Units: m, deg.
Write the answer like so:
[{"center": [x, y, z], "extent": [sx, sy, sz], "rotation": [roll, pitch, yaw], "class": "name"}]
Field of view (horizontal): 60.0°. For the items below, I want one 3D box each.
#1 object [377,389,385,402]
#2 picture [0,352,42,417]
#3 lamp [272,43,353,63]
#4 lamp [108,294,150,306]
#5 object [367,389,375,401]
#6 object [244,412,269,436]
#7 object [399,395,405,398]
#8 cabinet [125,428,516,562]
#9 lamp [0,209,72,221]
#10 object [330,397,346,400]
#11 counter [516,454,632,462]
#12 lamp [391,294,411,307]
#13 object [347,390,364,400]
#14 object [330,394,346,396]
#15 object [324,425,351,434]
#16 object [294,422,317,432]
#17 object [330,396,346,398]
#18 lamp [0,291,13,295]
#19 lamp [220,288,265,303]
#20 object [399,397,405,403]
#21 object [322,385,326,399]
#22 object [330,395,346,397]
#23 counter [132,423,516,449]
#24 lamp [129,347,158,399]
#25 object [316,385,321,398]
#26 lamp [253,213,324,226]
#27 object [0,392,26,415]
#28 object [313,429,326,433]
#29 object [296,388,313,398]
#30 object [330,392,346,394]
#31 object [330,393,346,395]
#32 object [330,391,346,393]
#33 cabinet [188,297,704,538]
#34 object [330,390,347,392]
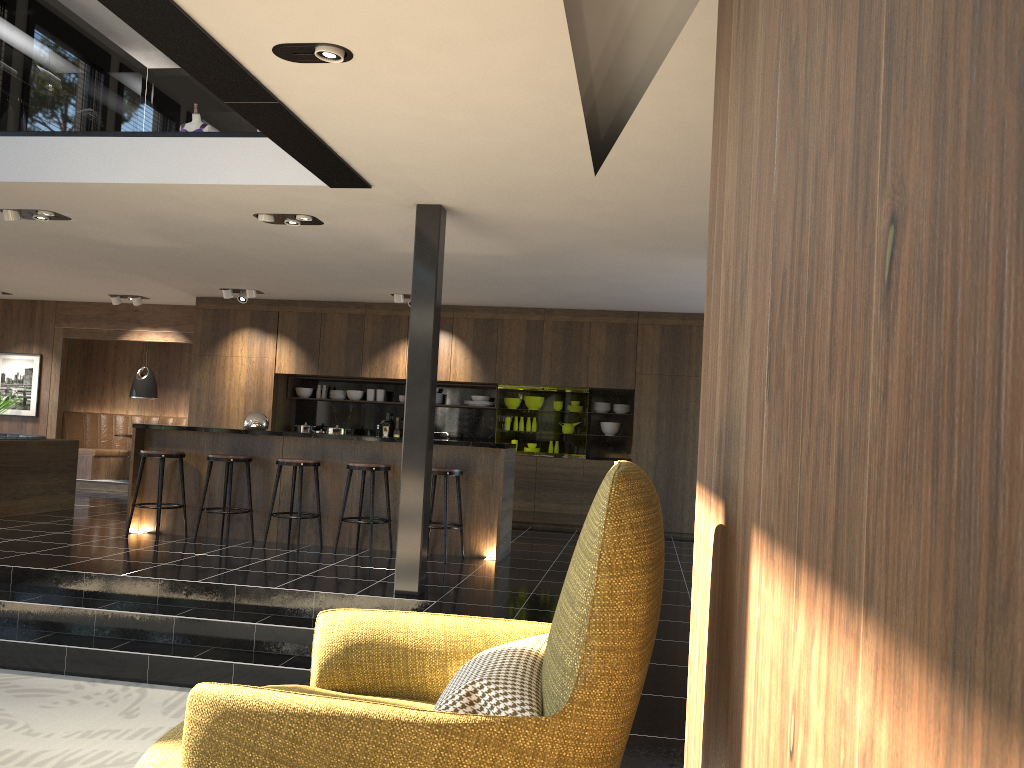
[{"center": [-1.748, 0.157, 11.787], "extent": [0.109, 0.161, 0.109], "rotation": [2, -3, 21], "class": "object"}, {"center": [-7.205, 0.004, 12.871], "extent": [0.748, 0.911, 0.028], "rotation": [3, -2, 8], "class": "picture"}, {"center": [-0.836, -1.450, 3.736], "extent": [0.346, 0.158, 0.195], "rotation": [3, -3, 8], "class": "lamp"}, {"center": [-5.177, -1.192, 11.996], "extent": [0.501, 0.280, 0.349], "rotation": [3, -3, 8], "class": "lamp"}, {"center": [-1.881, 0.151, 11.807], "extent": [0.109, 0.161, 0.109], "rotation": [3, -3, -9], "class": "object"}, {"center": [-2.414, 0.378, 8.374], "extent": [0.227, 0.228, 0.227], "rotation": [5, -3, -31], "class": "object"}, {"center": [-1.438, 0.192, 11.763], "extent": [0.122, 0.072, 0.122], "rotation": [1, -3, 34], "class": "object"}, {"center": [-1.800, 1.012, 8.440], "extent": [3.563, 0.993, 0.698], "rotation": [3, -3, 8], "class": "cabinet"}, {"center": [-3.855, -1.406, 7.172], "extent": [0.501, 0.231, 0.349], "rotation": [3, -3, 9], "class": "lamp"}, {"center": [-2.333, 0.199, 11.886], "extent": [0.220, 0.033, 0.220], "rotation": [3, -3, 5], "class": "object"}, {"center": [-0.766, 0.866, 11.471], "extent": [4.591, 0.005, 0.863], "rotation": [3, -3, 8], "class": "counter"}, {"center": [-1.178, -1.055, 10.561], "extent": [0.501, 0.280, 0.349], "rotation": [3, -3, 8], "class": "lamp"}, {"center": [-2.099, 0.160, 11.862], "extent": [0.234, 0.138, 0.234], "rotation": [2, -3, 28], "class": "object"}, {"center": [-2.332, 0.164, 11.887], "extent": [0.220, 0.033, 0.220], "rotation": [3, -3, 5], "class": "object"}, {"center": [-2.276, 0.640, 11.531], "extent": [0.278, 0.218, 0.301], "rotation": [1, -4, 41], "class": "object"}, {"center": [-2.753, 0.620, 11.812], "extent": [0.255, 0.217, 0.236], "rotation": [5, -3, -34], "class": "object"}, {"center": [-2.333, 0.186, 11.886], "extent": [0.220, 0.033, 0.220], "rotation": [3, -3, 5], "class": "object"}, {"center": [-7.223, -1.318, 12.303], "extent": [0.501, 0.213, 0.349], "rotation": [3, -3, 8], "class": "lamp"}, {"center": [-3.311, -1.145, 10.880], "extent": [0.501, 0.294, 0.349], "rotation": [3, -3, 8], "class": "lamp"}, {"center": [-1.439, 0.217, 11.762], "extent": [0.122, 0.072, 0.122], "rotation": [1, -3, 34], "class": "object"}, {"center": [-2.525, 0.109, 11.927], "extent": [0.060, 0.185, 0.060], "rotation": [4, -3, -23], "class": "object"}, {"center": [-2.332, 0.174, 11.887], "extent": [0.220, 0.033, 0.220], "rotation": [3, -3, 5], "class": "object"}, {"center": [-1.774, 0.494, 8.461], "extent": [3.573, 0.041, 0.699], "rotation": [3, -3, 8], "class": "counter"}, {"center": [-5.315, -0.275, 12.876], "extent": [0.389, 0.973, 0.389], "rotation": [5, -3, -38], "class": "lamp"}, {"center": [-2.600, 0.105, 11.938], "extent": [0.060, 0.185, 0.060], "rotation": [1, -3, 40], "class": "object"}, {"center": [-1.721, -1.328, 6.855], "extent": [0.501, 0.194, 0.349], "rotation": [3, -3, 9], "class": "lamp"}, {"center": [-7.248, 0.729, 12.359], "extent": [0.818, 1.381, 0.955], "rotation": [5, -3, -34], "class": "object"}, {"center": [-2.515, 0.664, 11.682], "extent": [0.210, 0.143, 0.195], "rotation": [5, -3, -34], "class": "object"}, {"center": [-2.805, 0.126, 11.968], "extent": [0.234, 0.138, 0.234], "rotation": [2, -3, 11], "class": "object"}, {"center": [-2.330, 0.131, 11.889], "extent": [0.220, 0.033, 0.220], "rotation": [3, -3, 5], "class": "object"}, {"center": [-2.331, 0.151, 11.888], "extent": [0.220, 0.033, 0.220], "rotation": [3, -3, 5], "class": "object"}, {"center": [-2.329, 0.118, 11.889], "extent": [0.220, 0.033, 0.220], "rotation": [3, -3, 5], "class": "object"}, {"center": [-0.744, 0.381, 11.486], "extent": [6.892, 2.688, 0.870], "rotation": [3, -2, 8], "class": "cabinet"}, {"center": [-2.328, 0.106, 11.890], "extent": [0.220, 0.033, 0.220], "rotation": [3, -3, 5], "class": "object"}]
